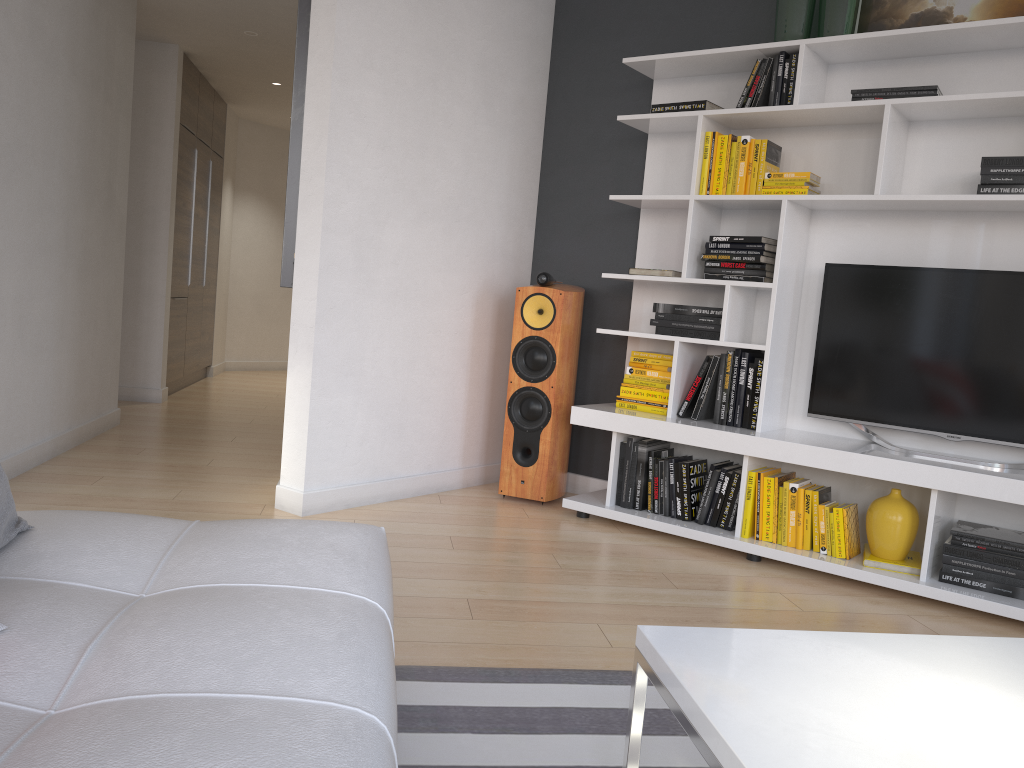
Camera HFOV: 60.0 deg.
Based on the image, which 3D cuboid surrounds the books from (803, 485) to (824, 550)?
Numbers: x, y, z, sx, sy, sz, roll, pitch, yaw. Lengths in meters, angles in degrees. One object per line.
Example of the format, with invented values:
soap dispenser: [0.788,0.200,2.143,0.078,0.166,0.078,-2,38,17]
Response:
books: [1.192,0.526,3.505,0.043,0.235,0.171,9,6,34]

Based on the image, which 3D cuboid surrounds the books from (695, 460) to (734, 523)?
books: [0.865,0.459,3.789,0.066,0.260,0.197,9,6,36]

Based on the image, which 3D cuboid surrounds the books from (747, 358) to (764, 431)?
books: [1.072,0.041,3.727,0.051,0.297,0.230,9,6,36]

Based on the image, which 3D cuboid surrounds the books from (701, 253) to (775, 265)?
books: [0.983,-0.527,3.772,0.214,0.030,0.284,0,7,-45]

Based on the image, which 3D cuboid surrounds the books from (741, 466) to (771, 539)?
books: [1.000,0.481,3.618,0.029,0.270,0.204,9,6,36]

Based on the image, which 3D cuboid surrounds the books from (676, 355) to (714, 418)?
books: [0.852,0.011,3.906,0.142,0.284,0.232,9,6,36]

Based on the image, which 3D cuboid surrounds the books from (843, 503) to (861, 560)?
books: [1.307,0.566,3.409,0.046,0.193,0.149,9,6,37]

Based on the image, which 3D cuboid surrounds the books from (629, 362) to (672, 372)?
books: [0.677,-0.078,4.049,0.167,0.023,0.238,1,7,-38]

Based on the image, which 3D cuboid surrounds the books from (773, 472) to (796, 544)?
books: [1.099,0.496,3.577,0.038,0.267,0.202,9,6,36]

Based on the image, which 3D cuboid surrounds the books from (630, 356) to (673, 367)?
books: [0.683,-0.101,4.039,0.234,0.024,0.171,9,7,40]

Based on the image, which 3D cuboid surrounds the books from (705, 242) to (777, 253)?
books: [1.004,-0.577,3.784,0.214,0.030,0.284,0,7,-45]

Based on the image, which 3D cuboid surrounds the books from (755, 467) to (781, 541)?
books: [1.043,0.485,3.612,0.048,0.271,0.213,9,6,36]

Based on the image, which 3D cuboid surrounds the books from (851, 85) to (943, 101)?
books: [1.478,-1.081,3.396,0.310,0.047,0.250,8,6,32]

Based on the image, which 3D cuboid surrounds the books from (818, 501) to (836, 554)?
books: [1.233,0.558,3.458,0.056,0.188,0.138,9,6,36]

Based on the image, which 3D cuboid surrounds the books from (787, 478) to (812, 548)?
books: [1.149,0.511,3.537,0.055,0.252,0.185,9,6,35]

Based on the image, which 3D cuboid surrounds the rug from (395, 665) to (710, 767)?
rug: [0.620,0.877,1.192,1.662,0.016,2.326,4,5,-9]

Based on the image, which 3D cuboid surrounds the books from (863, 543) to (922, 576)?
books: [1.441,0.664,3.365,0.204,0.029,0.270,7,6,21]

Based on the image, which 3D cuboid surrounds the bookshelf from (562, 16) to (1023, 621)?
bookshelf: [1.645,-0.242,3.204,3.000,2.052,0.455,9,6,36]

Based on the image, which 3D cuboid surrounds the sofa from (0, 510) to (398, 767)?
sofa: [0.021,0.538,0.362,2.614,0.732,3.424,4,5,-9]

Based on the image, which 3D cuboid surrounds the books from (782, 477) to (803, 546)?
books: [1.122,0.508,3.544,0.041,0.252,0.180,9,6,36]

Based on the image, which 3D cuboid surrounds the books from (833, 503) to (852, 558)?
books: [1.283,0.563,3.416,0.067,0.193,0.148,9,6,37]

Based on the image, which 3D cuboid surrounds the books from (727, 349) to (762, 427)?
books: [0.994,0.014,3.791,0.026,0.326,0.237,9,6,36]

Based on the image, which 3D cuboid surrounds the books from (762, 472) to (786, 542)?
books: [1.075,0.496,3.596,0.066,0.258,0.198,9,6,36]

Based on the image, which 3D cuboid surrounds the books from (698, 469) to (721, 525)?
books: [0.864,0.472,3.754,0.069,0.242,0.172,9,6,37]

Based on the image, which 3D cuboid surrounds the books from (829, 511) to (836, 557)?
books: [1.253,0.573,3.420,0.049,0.169,0.113,9,6,35]

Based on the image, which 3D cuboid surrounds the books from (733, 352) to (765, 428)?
books: [1.018,0.023,3.774,0.034,0.315,0.239,9,6,36]

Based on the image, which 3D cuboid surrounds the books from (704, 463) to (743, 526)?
books: [0.900,0.468,3.759,0.075,0.254,0.192,9,6,35]

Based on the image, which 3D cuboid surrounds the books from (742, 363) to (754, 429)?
books: [1.039,0.047,3.751,0.028,0.272,0.200,9,6,36]

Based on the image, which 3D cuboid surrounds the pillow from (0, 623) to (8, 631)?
pillow: [-0.752,0.246,0.127,0.575,0.449,2.250,4,5,-11]

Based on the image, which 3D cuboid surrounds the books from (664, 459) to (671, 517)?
books: [0.708,0.446,3.870,0.050,0.242,0.169,9,6,36]

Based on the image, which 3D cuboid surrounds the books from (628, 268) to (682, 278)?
books: [0.672,-0.492,3.995,0.209,0.030,0.266,8,6,30]

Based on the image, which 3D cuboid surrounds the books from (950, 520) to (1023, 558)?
books: [1.749,0.560,3.181,0.310,0.047,0.250,8,6,32]

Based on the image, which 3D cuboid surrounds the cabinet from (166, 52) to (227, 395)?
cabinet: [-2.580,-1.211,7.276,0.054,2.496,1.806,4,5,-9]

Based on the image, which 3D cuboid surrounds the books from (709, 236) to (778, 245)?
books: [0.991,-0.604,3.759,0.246,0.026,0.180,10,7,44]

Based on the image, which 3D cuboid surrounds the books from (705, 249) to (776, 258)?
books: [0.986,-0.552,3.774,0.264,0.020,0.189,9,7,39]

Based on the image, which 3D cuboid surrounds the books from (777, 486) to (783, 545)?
books: [1.101,0.518,3.554,0.042,0.230,0.156,9,6,34]

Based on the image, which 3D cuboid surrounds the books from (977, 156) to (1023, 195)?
books: [1.858,-0.716,3.147,0.343,0.137,0.277,8,6,31]

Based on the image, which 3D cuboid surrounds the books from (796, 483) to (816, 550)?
books: [1.161,0.521,3.504,0.043,0.240,0.169,9,6,35]

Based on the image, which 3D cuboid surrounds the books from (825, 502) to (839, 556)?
books: [1.245,0.561,3.440,0.046,0.187,0.134,9,6,36]

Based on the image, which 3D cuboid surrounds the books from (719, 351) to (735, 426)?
books: [0.966,0.016,3.808,0.034,0.314,0.237,9,6,36]

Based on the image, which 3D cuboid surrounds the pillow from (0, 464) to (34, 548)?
pillow: [-0.436,0.230,0.269,0.647,0.453,2.953,3,6,-21]

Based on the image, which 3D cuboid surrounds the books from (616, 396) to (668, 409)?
books: [0.648,0.081,4.053,0.269,0.025,0.213,9,7,39]

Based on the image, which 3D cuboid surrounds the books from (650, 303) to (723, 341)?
books: [0.825,-0.273,3.927,0.343,0.137,0.277,9,6,36]

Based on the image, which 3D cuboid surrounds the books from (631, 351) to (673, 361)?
books: [0.692,-0.127,4.062,0.234,0.024,0.171,9,7,40]

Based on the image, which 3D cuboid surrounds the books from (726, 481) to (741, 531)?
books: [0.978,0.477,3.701,0.066,0.260,0.197,9,6,36]

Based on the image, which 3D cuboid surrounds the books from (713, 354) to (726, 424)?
books: [0.936,0.020,3.823,0.028,0.301,0.213,9,6,36]

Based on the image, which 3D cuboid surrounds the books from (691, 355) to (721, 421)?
books: [0.883,0.015,3.861,0.100,0.289,0.210,9,6,35]

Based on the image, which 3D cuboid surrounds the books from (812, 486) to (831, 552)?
books: [1.223,0.529,3.494,0.056,0.235,0.172,9,6,35]

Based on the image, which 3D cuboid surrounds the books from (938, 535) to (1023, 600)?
books: [1.733,0.653,3.168,0.343,0.137,0.277,8,6,31]
